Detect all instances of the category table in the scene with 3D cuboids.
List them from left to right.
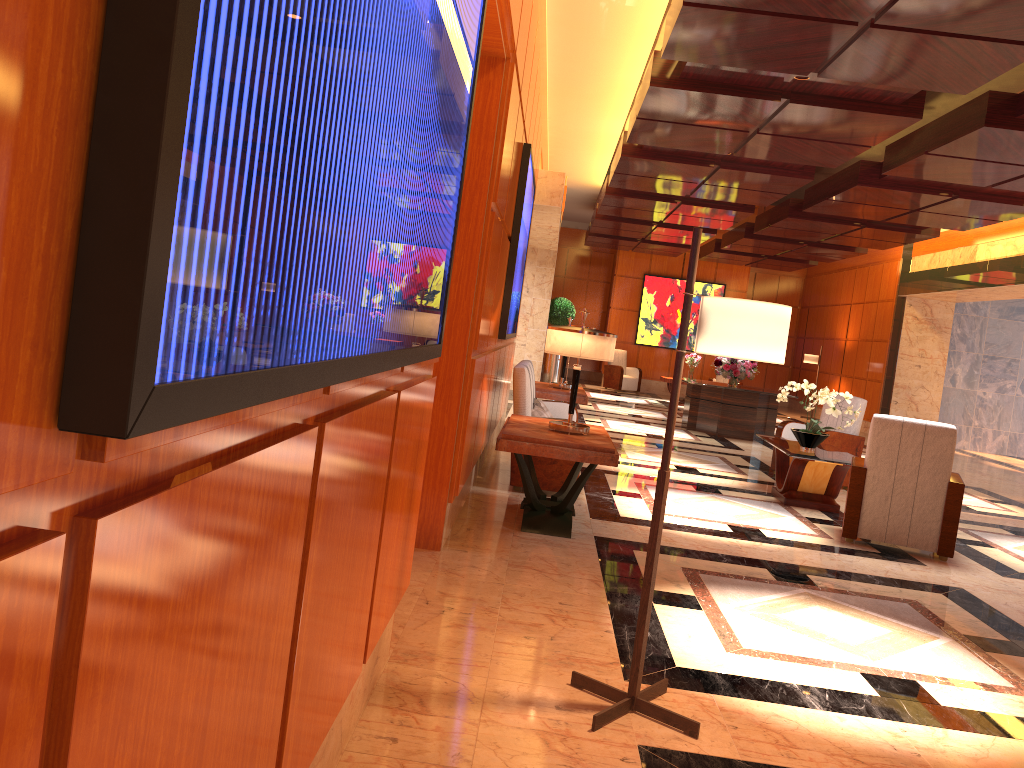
[{"bbox_3d":[0.446,0.333,10.049,0.726,0.606,1.272,8,3,2],"label":"table"},{"bbox_3d":[0.263,0.600,5.832,0.726,0.606,1.272,8,3,2],"label":"table"},{"bbox_3d":[3.751,0.196,18.898,1.168,0.533,0.726,8,3,2],"label":"table"},{"bbox_3d":[3.344,0.396,13.669,1.600,0.744,1.603,8,4,2],"label":"table"},{"bbox_3d":[2.666,0.830,7.971,0.722,0.495,1.562,8,4,5],"label":"table"}]

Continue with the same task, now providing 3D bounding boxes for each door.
[{"bbox_3d":[-0.409,-0.392,3.953,0.340,2.648,1.540,8,2,2],"label":"door"}]

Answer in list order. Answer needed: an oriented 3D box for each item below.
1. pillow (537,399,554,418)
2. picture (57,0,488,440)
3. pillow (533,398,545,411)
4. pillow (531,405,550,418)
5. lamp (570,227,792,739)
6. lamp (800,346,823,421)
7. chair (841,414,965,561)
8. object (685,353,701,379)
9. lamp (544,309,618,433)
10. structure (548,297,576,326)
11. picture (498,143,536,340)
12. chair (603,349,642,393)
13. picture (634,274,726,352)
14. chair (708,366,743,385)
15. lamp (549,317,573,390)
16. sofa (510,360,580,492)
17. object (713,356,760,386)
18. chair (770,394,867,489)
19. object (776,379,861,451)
[{"bbox_3d":[0.281,0.256,7.964,0.202,0.229,0.274,8,3,5],"label":"pillow"},{"bbox_3d":[-0.191,-0.741,1.669,0.056,1.450,1.999,8,3,2],"label":"picture"},{"bbox_3d":[0.230,0.266,7.519,0.160,0.252,0.358,8,3,-1],"label":"pillow"},{"bbox_3d":[0.238,0.306,7.084,0.195,0.226,0.344,8,3,7],"label":"pillow"},{"bbox_3d":[0.599,0.307,3.018,0.526,1.659,0.360,7,2,-8],"label":"lamp"},{"bbox_3d":[6.682,-0.034,19.665,0.526,1.659,0.360,7,2,-8],"label":"lamp"},{"bbox_3d":[2.858,0.714,6.463,0.739,0.960,0.628,9,3,21],"label":"chair"},{"bbox_3d":[3.841,-0.365,18.911,0.351,0.595,0.326,8,2,22],"label":"object"},{"bbox_3d":[0.423,-0.095,5.741,0.458,0.793,0.460,6,3,-36],"label":"lamp"},{"bbox_3d":[0.980,-1.062,19.357,0.720,1.710,0.724,7,2,-20],"label":"structure"},{"bbox_3d":[0.063,-1.112,7.522,0.056,1.450,1.999,8,3,2],"label":"picture"},{"bbox_3d":[2.619,-0.319,20.969,0.736,0.960,0.631,6,3,-39],"label":"chair"},{"bbox_3d":[4.084,-1.687,21.517,1.997,1.734,0.056,8,2,2],"label":"picture"},{"bbox_3d":[5.030,0.007,20.876,0.739,0.960,0.628,9,3,21],"label":"chair"},{"bbox_3d":[0.601,-0.349,9.891,0.459,0.809,0.459,8,2,11],"label":"lamp"},{"bbox_3d":[0.294,0.312,7.536,0.613,0.931,1.801,8,3,3],"label":"sofa"},{"bbox_3d":[3.437,-0.298,13.630,0.649,0.657,0.681,7,3,-7],"label":"object"},{"bbox_3d":[3.282,0.565,9.430,0.627,0.959,0.740,7,3,-19],"label":"chair"},{"bbox_3d":[2.678,0.279,7.839,0.787,0.616,0.419,6,3,-20],"label":"object"}]
